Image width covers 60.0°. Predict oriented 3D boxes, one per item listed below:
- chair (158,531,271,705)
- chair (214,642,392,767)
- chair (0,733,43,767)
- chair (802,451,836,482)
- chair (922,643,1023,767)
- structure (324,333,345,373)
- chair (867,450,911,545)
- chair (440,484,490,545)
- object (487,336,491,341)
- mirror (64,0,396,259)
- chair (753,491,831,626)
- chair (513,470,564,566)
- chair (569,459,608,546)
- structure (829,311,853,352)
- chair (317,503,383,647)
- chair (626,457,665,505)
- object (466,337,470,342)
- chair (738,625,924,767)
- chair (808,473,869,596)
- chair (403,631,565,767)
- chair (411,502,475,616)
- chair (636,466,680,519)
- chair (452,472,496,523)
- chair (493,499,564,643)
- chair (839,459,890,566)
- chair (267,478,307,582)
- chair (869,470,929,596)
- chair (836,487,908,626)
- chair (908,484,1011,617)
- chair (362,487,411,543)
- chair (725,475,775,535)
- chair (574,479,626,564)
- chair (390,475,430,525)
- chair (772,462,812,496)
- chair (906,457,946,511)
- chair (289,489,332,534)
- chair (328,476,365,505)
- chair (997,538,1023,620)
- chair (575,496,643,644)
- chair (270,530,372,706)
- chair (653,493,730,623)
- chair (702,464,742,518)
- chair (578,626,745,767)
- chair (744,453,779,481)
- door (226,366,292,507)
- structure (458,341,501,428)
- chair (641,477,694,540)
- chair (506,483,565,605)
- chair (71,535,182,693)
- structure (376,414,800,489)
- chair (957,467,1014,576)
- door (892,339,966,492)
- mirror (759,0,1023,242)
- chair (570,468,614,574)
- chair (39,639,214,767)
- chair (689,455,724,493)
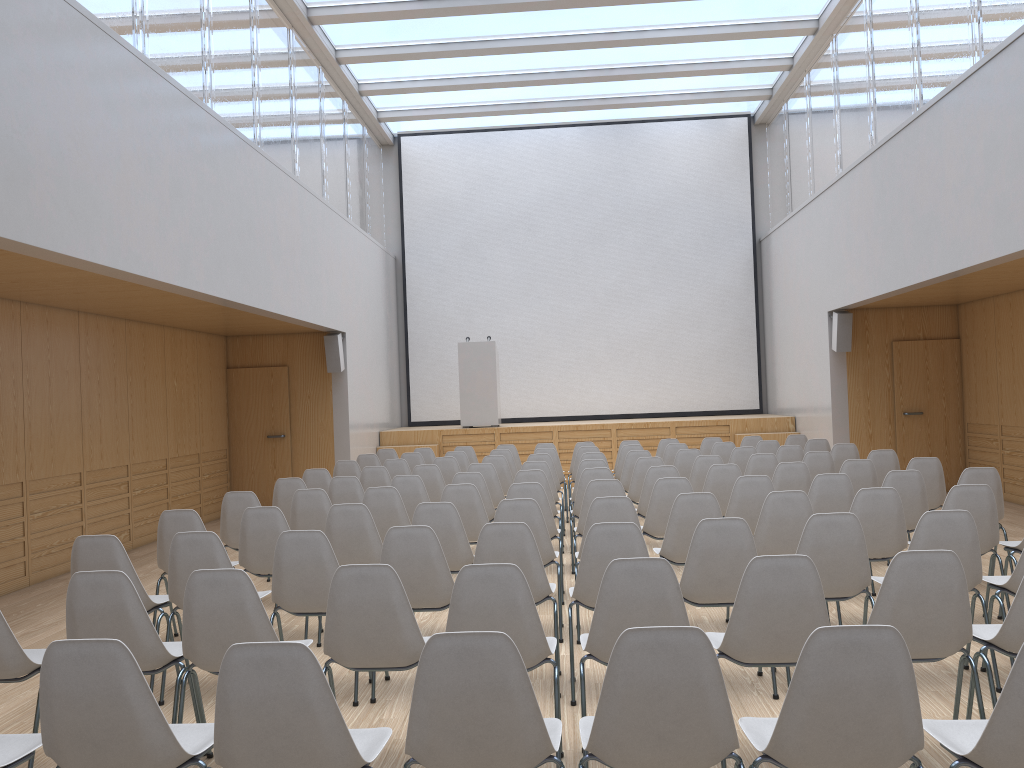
[{"bbox_3d":[-1.553,1.178,4.680,0.479,0.876,0.505,-2,-1,4],"label":"chair"},{"bbox_3d":[-0.605,1.113,2.559,0.479,0.876,0.505,-2,-1,4],"label":"chair"},{"bbox_3d":[-1.681,1.155,2.626,0.479,0.876,0.505,-2,-1,4],"label":"chair"},{"bbox_3d":[2.855,1.061,8.422,0.479,0.876,0.505,-2,-1,4],"label":"chair"},{"bbox_3d":[1.425,1.034,2.432,0.479,0.876,0.505,-2,-1,4],"label":"chair"},{"bbox_3d":[-2.424,-0.427,12.132,0.196,0.542,0.368,-2,-1,4],"label":"structure"},{"bbox_3d":[3.407,1.039,8.319,0.479,0.876,0.505,-2,-1,4],"label":"chair"},{"bbox_3d":[-0.341,1.159,6.618,0.479,0.876,0.505,-2,-1,4],"label":"chair"},{"bbox_3d":[-0.362,-0.636,14.408,0.166,0.305,0.252,-2,-1,-25],"label":"object"},{"bbox_3d":[-2.844,-3.412,7.306,0.253,2.089,17.827,-2,-1,4],"label":"mirror"},{"bbox_3d":[1.646,1.067,5.444,0.479,0.876,0.505,-2,-1,4],"label":"chair"},{"bbox_3d":[0.184,1.152,7.587,0.479,0.876,0.505,-2,-1,4],"label":"chair"},{"bbox_3d":[0.783,1.141,8.483,0.479,0.876,0.505,-2,-1,4],"label":"chair"},{"bbox_3d":[4.351,-0.691,11.708,0.196,0.542,0.368,-2,-1,4],"label":"structure"},{"bbox_3d":[-0.965,1.169,5.646,0.479,0.876,0.505,-2,-1,4],"label":"chair"},{"bbox_3d":[1.316,1.121,8.519,0.479,0.876,0.505,-2,-1,4],"label":"chair"},{"bbox_3d":[-0.708,-0.622,14.429,0.166,0.305,0.252,-2,-1,-25],"label":"object"},{"bbox_3d":[0.907,1.055,2.505,0.479,0.876,0.505,-2,-1,4],"label":"chair"},{"bbox_3d":[2.232,1.057,6.348,0.479,0.876,0.505,-2,-1,4],"label":"chair"},{"bbox_3d":[-0.082,1.094,2.585,0.479,0.876,0.505,-2,-1,4],"label":"chair"},{"bbox_3d":[-0.427,1.147,5.553,0.479,0.876,0.505,-2,-1,4],"label":"chair"},{"bbox_3d":[1.262,1.109,7.492,0.479,0.876,0.505,-2,-1,4],"label":"chair"},{"bbox_3d":[-0.333,1.172,7.592,0.479,0.876,0.505,-2,-1,4],"label":"chair"},{"bbox_3d":[0.067,1.129,5.563,0.479,0.876,0.505,-2,-1,4],"label":"chair"},{"bbox_3d":[2.829,1.048,7.412,0.479,0.876,0.505,-2,-1,4],"label":"chair"},{"bbox_3d":[-1.843,1.231,7.714,0.479,0.876,0.505,-2,-1,4],"label":"chair"},{"bbox_3d":[2.753,1.037,6.397,0.479,0.876,0.505,-2,-1,4],"label":"chair"},{"bbox_3d":[2.169,1.046,5.431,0.479,0.876,0.505,-2,-1,4],"label":"chair"},{"bbox_3d":[2.708,1.026,5.416,0.479,0.876,0.505,-2,-1,4],"label":"chair"},{"bbox_3d":[-0.909,1.180,6.626,0.479,0.876,0.505,-2,-1,4],"label":"chair"},{"bbox_3d":[1.715,1.077,6.421,0.479,0.876,0.505,-2,-1,4],"label":"chair"},{"bbox_3d":[0.689,1.118,6.544,0.479,0.876,0.505,-2,-1,4],"label":"chair"},{"bbox_3d":[-0.835,1.190,7.541,0.479,0.876,0.505,-2,-1,4],"label":"chair"},{"bbox_3d":[2.287,1.069,7.387,0.479,0.876,0.505,-2,-1,4],"label":"chair"},{"bbox_3d":[3.346,1.028,7.362,0.479,0.876,0.505,-2,-1,4],"label":"chair"},{"bbox_3d":[-1.434,1.201,6.677,0.479,0.876,0.505,-2,-1,4],"label":"chair"},{"bbox_3d":[-1.369,1.212,7.656,0.479,0.876,0.505,-2,-1,4],"label":"chair"},{"bbox_3d":[3.215,1.005,5.326,0.479,0.876,0.505,-2,-1,4],"label":"chair"},{"bbox_3d":[0.621,1.106,5.488,0.479,0.876,0.505,-2,-1,4],"label":"chair"},{"bbox_3d":[-0.998,1.156,4.587,0.479,0.876,0.505,-2,-1,4],"label":"chair"},{"bbox_3d":[1.126,1.088,5.525,0.479,0.876,0.505,-2,-1,4],"label":"chair"},{"bbox_3d":[1.755,1.090,7.441,0.479,0.876,0.505,-2,-1,4],"label":"chair"},{"bbox_3d":[0.426,1.074,2.563,0.479,0.876,0.505,-2,-1,4],"label":"chair"},{"bbox_3d":[2.343,1.080,8.407,0.479,0.876,0.505,-2,-1,4],"label":"chair"},{"bbox_3d":[-3.518,0.784,12.311,0.873,2.024,0.108,-2,-1,4],"label":"door"},{"bbox_3d":[-0.524,0.014,14.477,0.605,1.379,0.605,-2,-1,4],"label":"structure"},{"bbox_3d":[1.163,1.099,6.496,0.479,0.876,0.505,-2,-1,4],"label":"chair"},{"bbox_3d":[0.130,1.139,6.520,0.479,0.876,0.505,-2,-1,4],"label":"chair"},{"bbox_3d":[-2.054,1.198,4.694,0.479,0.876,0.505,-2,-1,4],"label":"chair"},{"bbox_3d":[1.200,1.154,14.580,6.552,1.027,2.728,-2,-1,4],"label":"structure"},{"bbox_3d":[3.279,1.017,6.392,0.479,0.876,0.505,-2,-1,4],"label":"chair"},{"bbox_3d":[5.543,0.430,11.745,0.873,2.024,0.108,-2,-1,4],"label":"door"},{"bbox_3d":[3.929,-3.676,6.883,0.253,2.089,17.827,-2,-1,4],"label":"mirror"},{"bbox_3d":[0.729,1.130,7.544,0.479,0.876,0.505,-2,-1,4],"label":"chair"},{"bbox_3d":[-1.129,1.135,2.660,0.479,0.876,0.505,-2,-1,4],"label":"chair"},{"bbox_3d":[1.852,1.100,8.457,0.479,0.876,0.505,-2,-1,4],"label":"chair"}]
